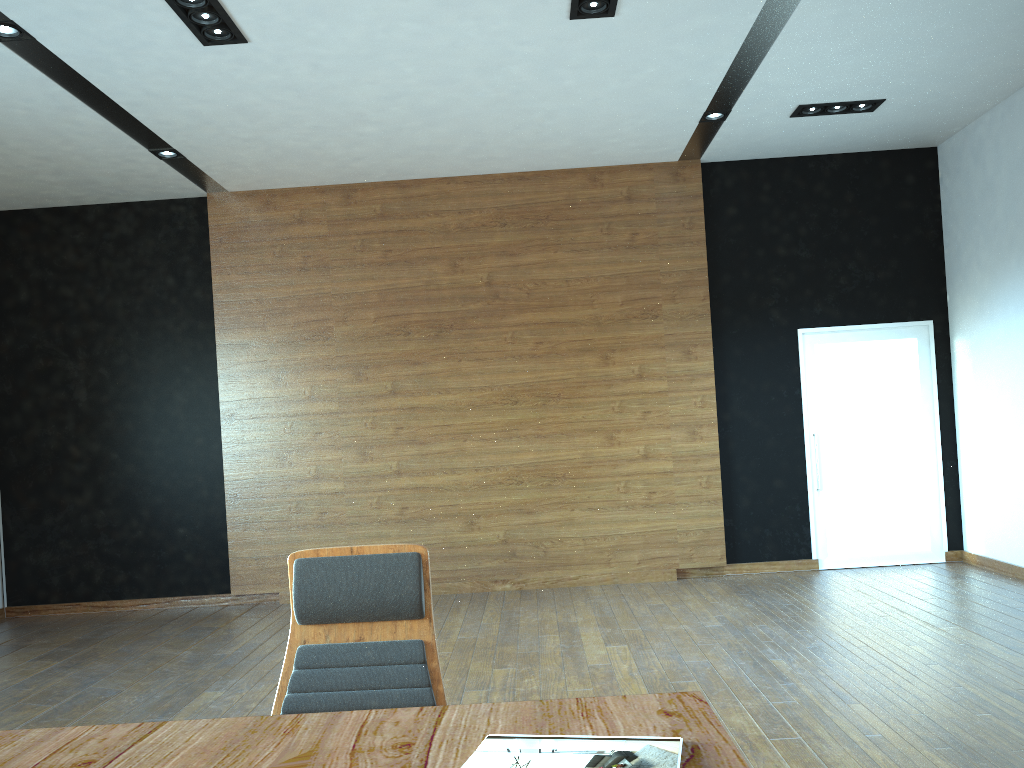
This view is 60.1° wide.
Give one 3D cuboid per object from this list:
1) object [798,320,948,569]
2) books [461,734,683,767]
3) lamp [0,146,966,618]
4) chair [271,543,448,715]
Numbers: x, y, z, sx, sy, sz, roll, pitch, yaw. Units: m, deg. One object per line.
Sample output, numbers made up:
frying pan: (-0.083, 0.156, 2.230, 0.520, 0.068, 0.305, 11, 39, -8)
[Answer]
object: (3.226, 0.552, 7.991, 1.197, 2.159, 0.200, -4, 0, 1)
books: (0.079, 0.674, 1.487, 0.389, 0.033, 0.545, -4, -3, 13)
lamp: (-0.815, -0.110, 5.476, 9.391, 3.706, 16.702, -4, -3, 1)
chair: (-0.415, 0.998, 2.154, 0.706, 1.127, 0.696, -4, -1, 4)
